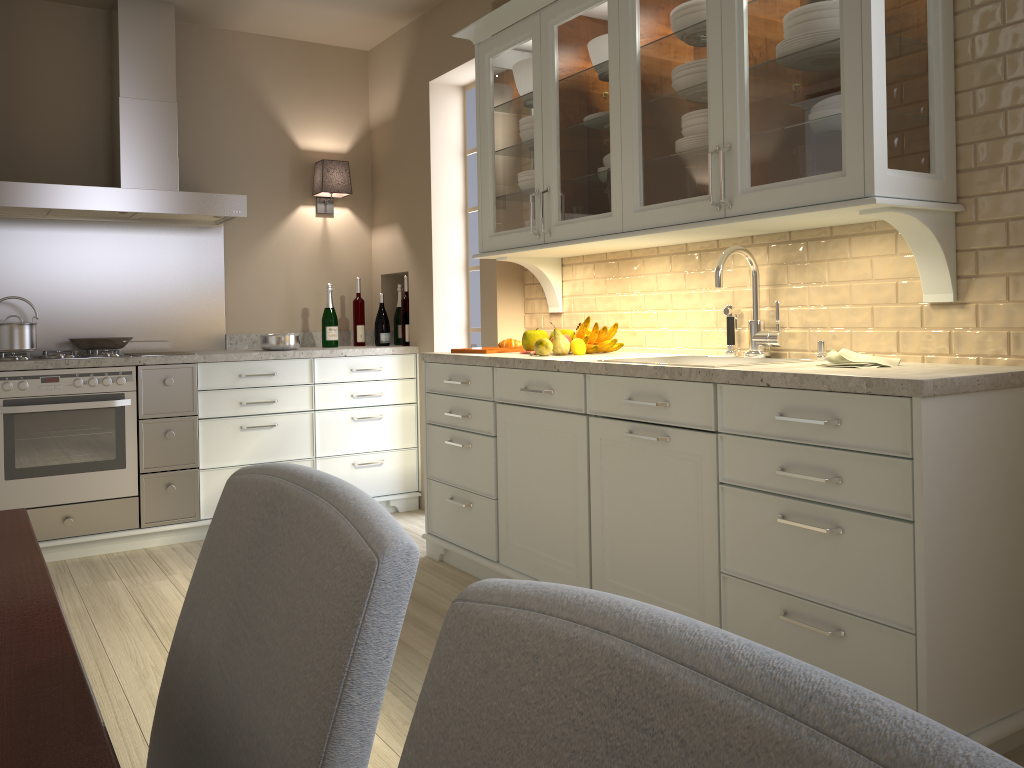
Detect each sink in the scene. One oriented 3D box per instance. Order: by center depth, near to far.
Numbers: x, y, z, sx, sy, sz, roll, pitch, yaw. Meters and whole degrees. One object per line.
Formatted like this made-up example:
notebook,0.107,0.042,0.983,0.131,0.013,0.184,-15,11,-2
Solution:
sink,0.547,0.138,2.532,0.380,0.415,0.485,-2,3,-32

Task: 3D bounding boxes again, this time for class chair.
chair,-0.110,0.524,0.201,0.506,0.827,0.399,-2,1,-32
chair,-0.352,0.499,0.588,0.506,0.827,0.399,-2,1,-32

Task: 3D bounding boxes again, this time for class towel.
towel,0.856,-0.061,2.170,0.164,0.050,0.171,3,5,44

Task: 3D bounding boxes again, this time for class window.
window,-0.101,-0.541,4.192,0.010,1.198,0.409,-1,0,-32

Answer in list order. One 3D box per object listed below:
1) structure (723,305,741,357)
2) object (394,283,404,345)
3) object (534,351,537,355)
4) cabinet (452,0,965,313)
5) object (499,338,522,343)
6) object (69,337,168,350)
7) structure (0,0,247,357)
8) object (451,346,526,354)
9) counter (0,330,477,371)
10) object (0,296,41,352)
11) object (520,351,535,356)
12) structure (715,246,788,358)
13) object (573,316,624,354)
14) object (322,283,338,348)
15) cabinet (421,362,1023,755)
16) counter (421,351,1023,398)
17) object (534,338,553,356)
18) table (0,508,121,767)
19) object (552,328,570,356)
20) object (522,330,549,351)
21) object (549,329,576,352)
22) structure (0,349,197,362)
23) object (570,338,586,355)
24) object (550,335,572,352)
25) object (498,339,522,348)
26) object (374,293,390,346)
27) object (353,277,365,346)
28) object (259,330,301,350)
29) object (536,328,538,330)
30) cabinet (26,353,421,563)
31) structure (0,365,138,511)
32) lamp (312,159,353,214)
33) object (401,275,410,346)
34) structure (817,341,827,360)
structure,0.686,-0.164,2.756,0.056,0.162,0.043,-1,0,-32
object,-0.594,-0.373,4.742,0.083,0.331,0.083,-1,0,-3
object,0.087,-0.111,3.179,0.030,0.012,0.148,-2,4,-13
cabinet,0.453,-0.795,2.824,0.411,1.112,1.930,-1,3,-32
object,-0.008,-0.170,3.650,0.099,0.037,0.044,-3,3,-22
object,-1.768,-0.180,3.929,0.424,0.051,0.265,1,5,26
structure,-2.008,-0.932,3.875,1.560,1.678,0.447,-2,1,-32
object,-0.050,-0.137,3.548,0.200,0.020,0.351,3,6,43
counter,-1.965,-0.137,3.835,3.849,0.114,0.579,-4,5,-32
object,-2.133,-0.258,3.785,0.208,0.236,0.209,-1,2,2
object,0.068,-0.111,3.180,0.040,0.013,0.155,-2,4,-16
structure,0.687,-0.240,2.609,0.211,0.336,0.141,-2,1,-22
object,0.284,-0.177,3.185,0.196,0.136,0.181,1,4,40
object,-0.936,-0.352,4.542,0.083,0.331,0.083,-1,0,-3
cabinet,0.484,0.337,2.797,0.638,0.793,2.221,-2,4,-32
counter,0.435,-0.064,2.784,0.523,0.035,2.200,-4,5,-32
object,0.105,-0.128,3.080,0.066,0.063,0.094,-2,3,-13
table,-0.582,0.595,0.395,0.752,0.679,1.760,-3,4,-32
object,0.171,-0.147,3.092,0.064,0.097,0.064,-2,2,-36
object,0.088,-0.158,3.299,0.104,0.090,0.106,-2,3,-26
object,0.192,-0.161,3.313,0.106,0.090,0.104,0,3,22
structure,-1.934,-0.127,3.787,1.050,0.031,0.399,-4,5,-32
object,0.231,-0.128,3.093,0.056,0.066,0.053,-2,2,-25
object,0.179,-0.144,3.219,0.085,0.070,0.082,0,3,28
object,-0.007,-0.161,3.533,0.099,0.037,0.044,-1,3,-2
object,-0.676,-0.335,4.605,0.084,0.277,0.084,-1,0,-11
object,-0.809,-0.381,4.673,0.062,0.366,0.062,-1,0,2
object,-1.100,-0.217,4.339,0.198,0.090,0.371,0,4,10
object,0.092,-0.199,3.294,0.018,0.021,0.003,1,1,44
cabinet,-1.969,0.305,3.841,3.210,0.793,0.643,-4,3,-32
structure,-1.948,0.245,3.815,0.541,0.696,0.580,-2,2,-32
lamp,-0.959,-1.042,4.679,0.170,0.258,0.192,-2,2,-32
object,-0.541,-0.379,4.568,0.062,0.366,0.062,-1,0,2
structure,0.870,-0.093,2.480,0.029,0.056,0.029,-1,1,23
